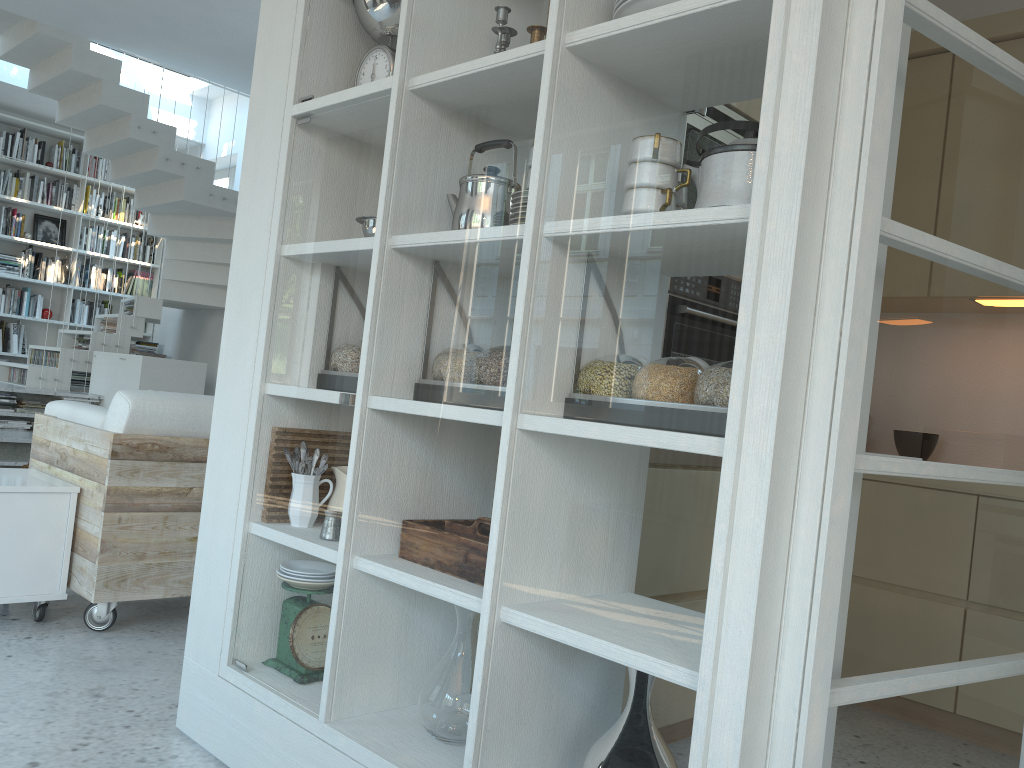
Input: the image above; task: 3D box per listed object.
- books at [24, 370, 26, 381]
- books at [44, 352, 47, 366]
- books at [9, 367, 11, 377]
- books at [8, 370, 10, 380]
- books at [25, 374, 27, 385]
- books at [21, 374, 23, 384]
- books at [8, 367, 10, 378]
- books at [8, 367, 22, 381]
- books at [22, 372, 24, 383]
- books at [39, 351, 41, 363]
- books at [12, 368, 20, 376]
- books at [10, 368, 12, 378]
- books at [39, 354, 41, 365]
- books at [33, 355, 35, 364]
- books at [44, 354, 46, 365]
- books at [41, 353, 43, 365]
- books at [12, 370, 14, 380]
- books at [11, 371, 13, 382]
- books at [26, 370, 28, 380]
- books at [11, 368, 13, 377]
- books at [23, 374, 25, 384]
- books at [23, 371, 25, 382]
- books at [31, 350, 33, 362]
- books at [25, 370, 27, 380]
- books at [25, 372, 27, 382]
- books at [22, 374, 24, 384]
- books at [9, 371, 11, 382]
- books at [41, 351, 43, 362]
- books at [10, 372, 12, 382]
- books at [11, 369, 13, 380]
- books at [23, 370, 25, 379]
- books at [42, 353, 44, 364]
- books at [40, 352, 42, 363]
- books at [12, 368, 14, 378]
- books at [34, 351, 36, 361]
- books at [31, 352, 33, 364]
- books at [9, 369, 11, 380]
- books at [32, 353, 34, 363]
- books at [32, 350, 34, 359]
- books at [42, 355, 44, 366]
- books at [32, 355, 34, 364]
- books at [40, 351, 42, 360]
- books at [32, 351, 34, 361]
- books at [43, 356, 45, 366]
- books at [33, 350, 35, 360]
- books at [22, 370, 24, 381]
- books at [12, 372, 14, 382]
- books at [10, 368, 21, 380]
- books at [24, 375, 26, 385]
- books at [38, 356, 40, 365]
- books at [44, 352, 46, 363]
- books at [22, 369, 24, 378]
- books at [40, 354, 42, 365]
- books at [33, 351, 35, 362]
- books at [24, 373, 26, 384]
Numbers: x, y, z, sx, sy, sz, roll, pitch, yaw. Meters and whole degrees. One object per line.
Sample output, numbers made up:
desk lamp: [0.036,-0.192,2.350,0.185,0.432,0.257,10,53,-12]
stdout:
books: [-4.113,-0.053,7.610,0.010,0.125,0.125,6,-1,45]
books: [-3.998,-0.212,7.725,0.008,0.125,0.125,6,-1,45]
books: [-4.410,-0.079,7.906,0.010,0.125,0.125,6,-1,45]
books: [-4.422,-0.080,7.917,0.008,0.125,0.125,6,-1,45]
books: [-4.086,-0.050,7.582,0.008,0.125,0.125,6,-1,45]
books: [-4.161,-0.057,7.658,0.008,0.125,0.125,6,-1,45]
books: [-4.427,-0.080,7.923,0.007,0.125,0.125,6,-1,45]
books: [-4.417,-0.079,7.912,0.008,0.125,0.125,6,-1,45]
books: [-4.146,-0.055,7.642,0.008,0.125,0.125,6,-1,45]
books: [-4.102,-0.221,7.829,0.012,0.125,0.125,6,-1,45]
books: [-4.353,-0.074,7.849,0.007,0.125,0.125,6,-1,45]
books: [-4.387,-0.077,7.883,0.008,0.125,0.125,6,-1,45]
books: [-4.094,-0.220,7.821,0.010,0.125,0.125,6,-1,45]
books: [-4.206,-0.230,7.932,0.010,0.125,0.125,6,-1,45]
books: [-4.003,-0.212,7.730,0.007,0.125,0.125,6,-1,45]
books: [-4.059,-0.217,7.785,0.010,0.125,0.125,6,-1,45]
books: [-4.343,-0.073,7.838,0.008,0.125,0.125,6,-1,45]
books: [-4.359,-0.074,7.855,0.009,0.125,0.125,6,-1,45]
books: [-4.079,-0.050,7.575,0.011,0.125,0.125,6,-1,45]
books: [-4.370,-0.075,7.866,0.007,0.125,0.125,6,-1,45]
books: [-4.124,-0.054,7.620,0.008,0.125,0.125,6,-1,45]
books: [-4.130,-0.054,7.626,0.008,0.125,0.125,6,-1,45]
books: [-4.254,-0.234,7.980,0.010,0.125,0.125,6,-1,45]
books: [-4.096,-0.051,7.593,0.008,0.125,0.125,6,-1,45]
books: [-4.091,-0.051,7.588,0.007,0.125,0.125,6,-1,45]
books: [-4.141,-0.055,7.637,0.008,0.125,0.125,6,-1,45]
books: [-4.398,-0.078,7.893,0.007,0.125,0.125,6,-1,45]
books: [-4.067,-0.218,7.793,0.014,0.125,0.125,6,-1,45]
books: [-4.376,-0.076,7.872,0.010,0.125,0.125,6,-1,45]
books: [-4.364,-0.075,7.860,0.009,0.125,0.125,6,-1,45]
books: [-4.135,-0.055,7.631,0.007,0.125,0.125,6,-1,45]
books: [-4.042,-0.216,7.769,0.007,0.125,0.125,6,-1,45]
books: [-4.082,-0.219,7.808,0.007,0.125,0.125,6,-1,45]
books: [-4.348,-0.073,7.843,0.008,0.125,0.125,6,-1,45]
books: [-4.198,-0.230,7.924,0.010,0.125,0.125,6,-1,45]
books: [-4.248,-0.234,7.974,0.012,0.125,0.125,6,-1,45]
books: [-4.404,-0.078,7.899,0.009,0.125,0.125,6,-1,45]
books: [-4.229,-0.232,7.955,0.007,0.125,0.125,6,-1,45]
books: [-4.240,-0.233,7.966,0.008,0.125,0.125,6,-1,45]
books: [-4.037,-0.215,7.763,0.010,0.125,0.125,6,-1,45]
books: [-4.224,-0.232,7.950,0.007,0.125,0.125,6,-1,45]
books: [-4.089,-0.220,7.815,0.009,0.125,0.125,6,-1,45]
books: [-4.234,-0.233,7.960,0.007,0.125,0.125,6,-1,45]
books: [-4.019,-0.214,7.746,0.008,0.125,0.125,6,-1,45]
books: [-4.218,-0.231,7.944,0.008,0.125,0.125,6,-1,45]
books: [-4.151,-0.056,7.647,0.008,0.125,0.125,6,-1,45]
books: [-4.337,-0.072,7.833,0.008,0.125,0.125,6,-1,45]
books: [-4.382,-0.076,7.878,0.008,0.125,0.125,6,-1,45]
books: [-4.102,-0.052,7.598,0.008,0.125,0.125,6,-1,45]
books: [-4.110,-0.222,7.836,0.008,0.125,0.125,6,-1,45]
books: [-4.009,-0.213,7.735,0.008,0.125,0.125,6,-1,45]
books: [-4.156,-0.056,7.652,0.008,0.125,0.125,6,-1,45]
books: [-4.075,-0.219,7.802,0.010,0.125,0.125,6,-1,45]
books: [-4.213,-0.231,7.939,0.008,0.125,0.125,6,-1,45]
books: [-4.107,-0.052,7.603,0.008,0.125,0.125,6,-1,45]
